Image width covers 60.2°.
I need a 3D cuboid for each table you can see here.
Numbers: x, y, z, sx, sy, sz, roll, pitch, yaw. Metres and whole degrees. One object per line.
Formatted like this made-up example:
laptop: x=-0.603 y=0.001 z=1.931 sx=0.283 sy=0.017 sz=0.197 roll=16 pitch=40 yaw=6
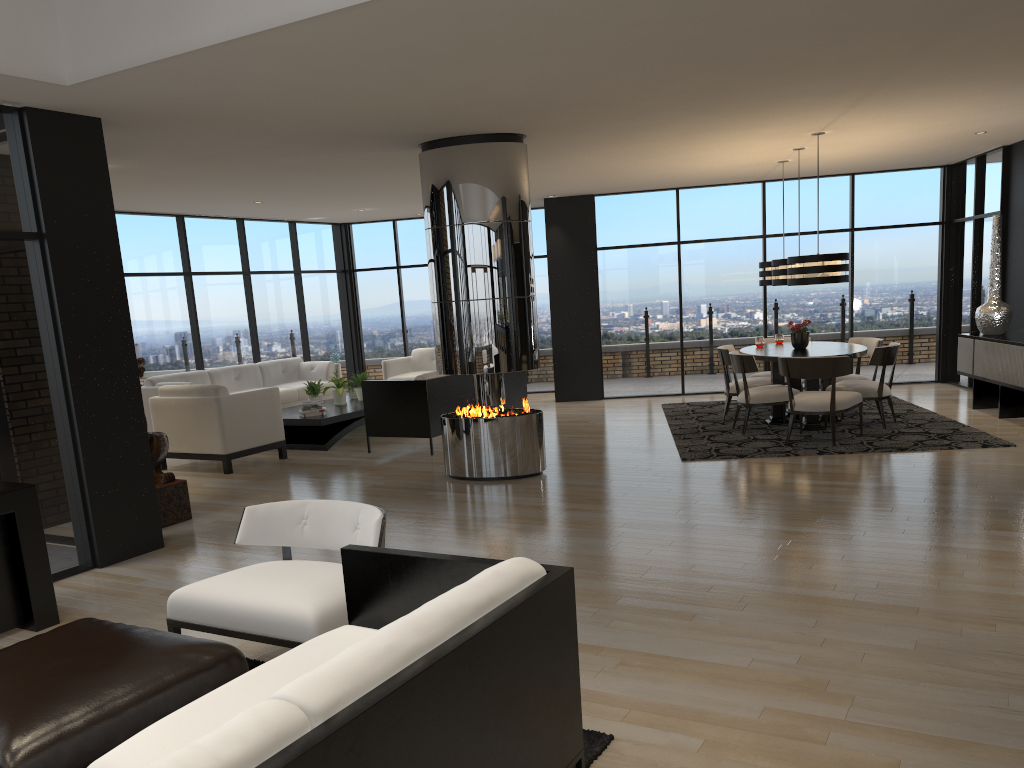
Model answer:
table: x=-2.066 y=0.433 z=10.551 sx=1.263 sy=0.357 sz=2.005 roll=0 pitch=7 yaw=30
table: x=2.995 y=0.018 z=9.149 sx=1.209 sy=0.781 sz=2.075 roll=-3 pitch=7 yaw=9

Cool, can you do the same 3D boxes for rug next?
rug: x=3.042 y=0.389 z=9.282 sx=2.718 sy=0.011 sz=3.667 roll=-3 pitch=6 yaw=7
rug: x=-1.489 y=1.397 z=2.366 sx=2.479 sy=0.012 sz=2.993 roll=0 pitch=7 yaw=31

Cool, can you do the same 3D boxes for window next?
window: x=-1.100 y=-1.385 z=5.462 sx=10.131 sy=4.858 sz=15.657 roll=-2 pitch=7 yaw=17

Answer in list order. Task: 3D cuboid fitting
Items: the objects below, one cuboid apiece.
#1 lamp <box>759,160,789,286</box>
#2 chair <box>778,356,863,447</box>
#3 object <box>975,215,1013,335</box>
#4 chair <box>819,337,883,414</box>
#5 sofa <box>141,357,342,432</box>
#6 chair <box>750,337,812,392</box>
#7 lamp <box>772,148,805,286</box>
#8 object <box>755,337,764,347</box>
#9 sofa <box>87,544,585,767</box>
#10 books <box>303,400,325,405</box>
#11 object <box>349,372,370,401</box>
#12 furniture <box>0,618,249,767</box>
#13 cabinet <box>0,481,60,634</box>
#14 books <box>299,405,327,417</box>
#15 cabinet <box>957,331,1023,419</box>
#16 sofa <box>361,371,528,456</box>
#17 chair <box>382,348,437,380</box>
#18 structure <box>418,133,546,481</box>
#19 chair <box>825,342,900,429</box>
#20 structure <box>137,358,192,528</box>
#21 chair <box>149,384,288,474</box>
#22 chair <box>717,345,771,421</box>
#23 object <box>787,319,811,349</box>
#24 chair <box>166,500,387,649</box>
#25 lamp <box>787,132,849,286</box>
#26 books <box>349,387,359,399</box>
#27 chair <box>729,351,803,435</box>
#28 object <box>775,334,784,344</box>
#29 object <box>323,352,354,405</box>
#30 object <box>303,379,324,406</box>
lamp: x=2.999 y=-1.774 z=9.748 sx=0.536 sy=1.350 sz=0.526 roll=-3 pitch=10 yaw=7
chair: x=2.779 y=0.132 z=7.991 sx=0.641 sy=0.819 sz=0.608 roll=3 pitch=11 yaw=36
object: x=5.010 y=-1.125 z=9.153 sx=0.343 sy=1.228 sz=0.337 roll=-1 pitch=11 yaw=16
chair: x=3.592 y=-0.068 z=9.418 sx=0.615 sy=0.819 sz=0.633 roll=-5 pitch=9 yaw=-7
sofa: x=-3.328 y=0.192 z=11.236 sx=0.854 sy=0.868 sz=2.659 roll=1 pitch=8 yaw=30
chair: x=3.105 y=-0.112 z=10.181 sx=0.642 sy=0.819 sz=0.607 roll=1 pitch=10 yaw=28
lamp: x=2.887 y=-1.678 z=8.875 sx=0.536 sy=1.350 sz=0.526 roll=-3 pitch=10 yaw=7
object: x=2.698 y=-0.456 z=9.611 sx=0.095 sy=0.108 sz=0.094 roll=-1 pitch=9 yaw=18
sofa: x=-0.663 y=0.985 z=1.892 sx=0.837 sy=0.815 sz=2.005 roll=1 pitch=8 yaw=30
books: x=-2.183 y=0.205 z=9.714 sx=0.185 sy=0.027 sz=0.152 roll=-2 pitch=6 yaw=21
object: x=-1.859 y=0.017 z=10.909 sx=0.284 sy=0.376 sz=0.211 roll=-3 pitch=10 yaw=8
furniture: x=-1.421 y=1.107 z=2.814 sx=0.827 sy=0.491 sz=0.816 roll=0 pitch=8 yaw=30
cabinet: x=-3.370 y=1.053 z=3.353 sx=0.620 sy=0.751 sz=2.999 roll=1 pitch=8 yaw=30
books: x=-2.195 y=0.282 z=9.727 sx=0.306 sy=0.128 sz=0.221 roll=-6 pitch=8 yaw=-21
cabinet: x=5.043 y=-0.061 z=8.574 sx=0.611 sy=0.777 sz=2.204 roll=-3 pitch=6 yaw=8
sofa: x=-0.682 y=0.191 z=9.734 sx=0.837 sy=0.815 sz=2.005 roll=1 pitch=8 yaw=30
chair: x=-1.138 y=-0.051 z=12.169 sx=1.000 sy=0.869 sz=0.843 roll=1 pitch=10 yaw=29
structure: x=-0.233 y=-0.586 z=7.358 sx=0.892 sy=2.786 sz=0.576 roll=-1 pitch=11 yaw=17
chair: x=3.456 y=0.020 z=8.647 sx=0.615 sy=0.819 sz=0.634 roll=3 pitch=11 yaw=35
structure: x=-2.923 y=0.268 z=6.525 sx=0.730 sy=1.619 sz=0.509 roll=2 pitch=12 yaw=29
chair: x=-2.976 y=0.396 z=8.984 sx=1.000 sy=0.869 sz=0.843 roll=1 pitch=10 yaw=29
chair: x=2.547 y=-0.013 z=9.577 sx=0.616 sy=0.819 sz=0.632 roll=-1 pitch=9 yaw=17
object: x=2.945 y=-0.513 z=9.056 sx=0.229 sy=0.303 sz=0.234 roll=-2 pitch=9 yaw=10
chair: x=-0.893 y=0.886 z=3.679 sx=0.804 sy=0.685 sz=0.675 roll=1 pitch=10 yaw=29
lamp: x=2.775 y=-1.582 z=8.002 sx=0.536 sy=1.350 sz=0.526 roll=-3 pitch=10 yaw=7
books: x=-1.966 y=0.107 z=11.294 sx=0.223 sy=0.128 sz=0.303 roll=-4 pitch=7 yaw=-2
chair: x=2.474 y=0.078 z=8.732 sx=0.616 sy=0.819 sz=0.633 roll=-4 pitch=9 yaw=1
object: x=3.002 y=-0.507 z=9.912 sx=0.095 sy=0.108 sz=0.094 roll=-8 pitch=10 yaw=-26
object: x=-2.057 y=-0.065 z=10.517 sx=0.352 sy=0.641 sz=0.368 roll=-12 pitch=13 yaw=-40
object: x=-2.284 y=0.118 z=10.197 sx=0.284 sy=0.376 sz=0.211 roll=-5 pitch=10 yaw=-7
